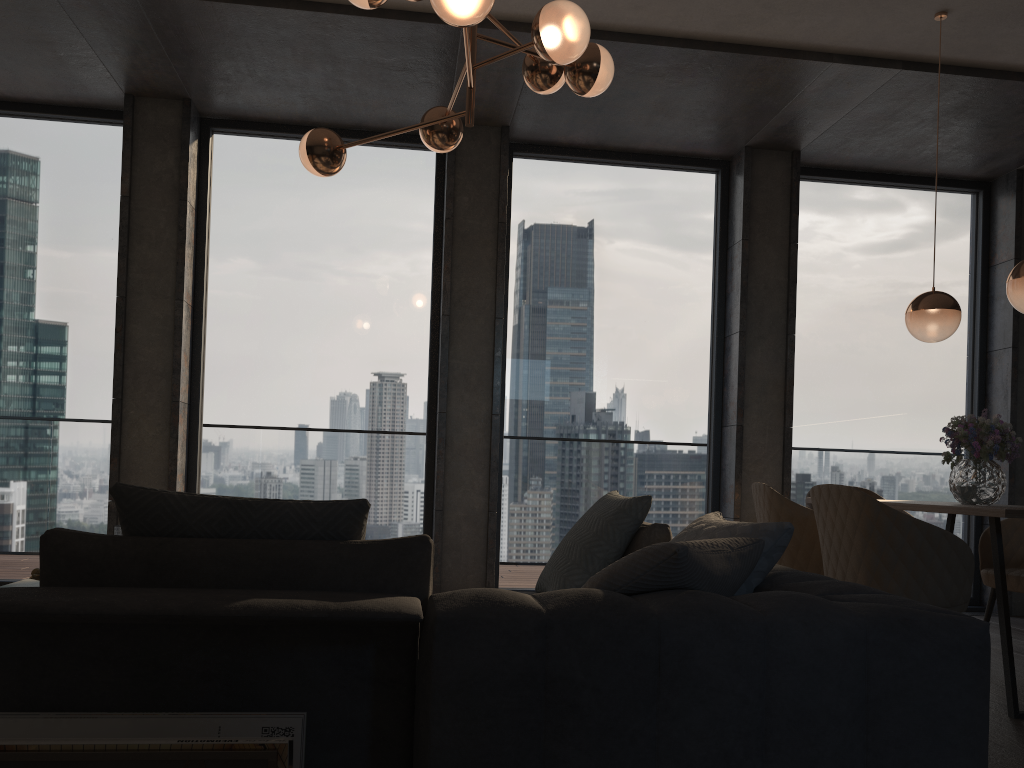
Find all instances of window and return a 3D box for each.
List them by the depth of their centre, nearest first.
[{"bbox_3d":[-0.290,-0.085,5.734,7.266,2.996,0.199,3,-1,-7],"label":"window"}]

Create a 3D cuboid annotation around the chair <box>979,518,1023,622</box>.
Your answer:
[{"bbox_3d":[2.485,0.917,4.083,0.510,0.834,0.556,2,-2,-13],"label":"chair"}]

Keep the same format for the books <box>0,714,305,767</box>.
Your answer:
[{"bbox_3d":[-0.675,0.783,1.597,0.568,0.354,0.068,3,-1,-7],"label":"books"}]

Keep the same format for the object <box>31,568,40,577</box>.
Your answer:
[{"bbox_3d":[-1.769,0.781,3.576,0.324,0.071,0.278,4,-6,-18],"label":"object"}]

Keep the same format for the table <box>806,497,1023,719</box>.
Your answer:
[{"bbox_3d":[1.937,0.897,3.746,0.769,0.766,1.473,2,-5,-7],"label":"table"}]

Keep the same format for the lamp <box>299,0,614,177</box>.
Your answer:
[{"bbox_3d":[-0.106,-1.377,3.243,1.017,1.035,1.466,4,-5,-31],"label":"lamp"}]

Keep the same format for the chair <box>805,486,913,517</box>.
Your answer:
[{"bbox_3d":[1.822,0.955,4.657,0.555,0.834,0.512,2,-2,-3],"label":"chair"}]

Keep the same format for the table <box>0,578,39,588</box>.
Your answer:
[{"bbox_3d":[-1.568,0.969,3.452,0.930,0.308,0.935,3,-6,-7],"label":"table"}]

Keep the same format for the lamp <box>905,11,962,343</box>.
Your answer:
[{"bbox_3d":[1.985,-0.962,4.128,0.239,1.541,0.239,2,-1,-2],"label":"lamp"}]

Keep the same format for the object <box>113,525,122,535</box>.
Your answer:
[{"bbox_3d":[-1.474,0.697,3.554,0.196,0.260,0.200,2,-3,-7],"label":"object"}]

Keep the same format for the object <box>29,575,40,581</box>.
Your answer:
[{"bbox_3d":[-1.760,0.779,3.579,0.347,0.083,0.348,5,-7,-30],"label":"object"}]

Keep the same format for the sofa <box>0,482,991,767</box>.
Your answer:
[{"bbox_3d":[-0.585,0.674,2.507,2.911,0.782,2.033,3,-5,-8],"label":"sofa"}]

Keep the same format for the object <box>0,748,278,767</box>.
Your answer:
[{"bbox_3d":[-0.743,0.784,1.539,0.667,0.351,0.217,3,-2,-7],"label":"object"}]

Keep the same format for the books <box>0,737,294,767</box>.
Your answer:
[{"bbox_3d":[-0.664,0.772,1.498,0.568,0.354,0.064,3,-1,-7],"label":"books"}]

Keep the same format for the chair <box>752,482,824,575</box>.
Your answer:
[{"bbox_3d":[1.337,0.865,3.952,0.510,0.834,0.557,2,-2,2],"label":"chair"}]

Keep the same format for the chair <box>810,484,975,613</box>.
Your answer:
[{"bbox_3d":[1.419,0.804,3.346,0.510,0.834,0.556,2,-2,-13],"label":"chair"}]

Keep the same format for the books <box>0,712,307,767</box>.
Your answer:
[{"bbox_3d":[-0.674,0.784,1.613,0.568,0.355,0.062,3,-1,-7],"label":"books"}]

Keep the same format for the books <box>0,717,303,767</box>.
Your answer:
[{"bbox_3d":[-0.674,0.782,1.578,0.568,0.352,0.079,3,-1,-7],"label":"books"}]

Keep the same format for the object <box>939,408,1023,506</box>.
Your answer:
[{"bbox_3d":[1.987,0.309,3.747,0.329,0.408,0.298,4,-3,-37],"label":"object"}]

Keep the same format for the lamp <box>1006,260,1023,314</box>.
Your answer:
[{"bbox_3d":[2.074,-1.032,3.433,0.239,1.541,0.239,2,-1,-32],"label":"lamp"}]

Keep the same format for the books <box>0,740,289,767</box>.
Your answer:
[{"bbox_3d":[-0.669,0.771,1.484,0.568,0.354,0.064,3,-1,-7],"label":"books"}]
